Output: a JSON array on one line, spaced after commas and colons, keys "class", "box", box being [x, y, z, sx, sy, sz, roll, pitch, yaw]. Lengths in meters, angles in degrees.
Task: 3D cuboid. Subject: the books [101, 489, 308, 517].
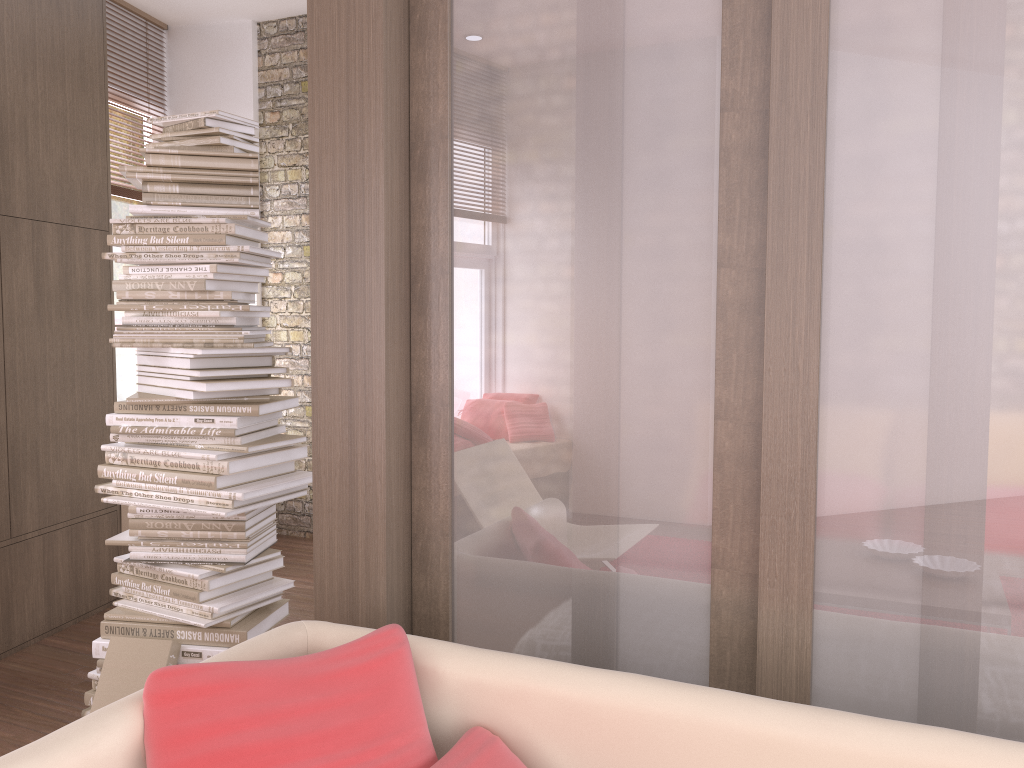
[{"class": "books", "box": [-1.058, 0.389, 3.082, 0.542, 0.016, 0.423, 2, 4, 25]}]

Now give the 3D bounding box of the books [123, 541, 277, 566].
[{"class": "books", "box": [-1.072, 0.580, 3.086, 0.413, 0.006, 0.322, 1, 4, 5]}]

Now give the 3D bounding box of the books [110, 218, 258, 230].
[{"class": "books", "box": [-1.118, -0.546, 3.057, 0.392, 0.015, 0.306, 1, 4, 5]}]

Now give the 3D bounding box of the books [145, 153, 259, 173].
[{"class": "books", "box": [-1.051, -0.739, 3.041, 0.351, 0.036, 0.275, -1, 4, -15]}]

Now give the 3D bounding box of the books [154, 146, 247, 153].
[{"class": "books", "box": [-1.048, -0.785, 3.041, 0.272, 0.023, 0.201, 1, 4, 5]}]

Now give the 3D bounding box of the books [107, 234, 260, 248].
[{"class": "books", "box": [-1.122, -0.484, 3.061, 0.401, 0.035, 0.315, 1, 4, 5]}]

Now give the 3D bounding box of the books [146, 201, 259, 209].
[{"class": "books", "box": [-1.051, -0.599, 3.047, 0.351, 0.010, 0.284, -1, 4, -15]}]

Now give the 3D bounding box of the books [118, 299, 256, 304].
[{"class": "books", "box": [-1.117, -0.286, 3.078, 0.395, 0.009, 0.233, 0, 4, 0]}]

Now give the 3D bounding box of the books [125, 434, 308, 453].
[{"class": "books", "box": [-1.035, 0.195, 3.115, 0.542, 0.020, 0.320, 2, 4, 25]}]

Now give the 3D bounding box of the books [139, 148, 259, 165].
[{"class": "books", "box": [-1.057, -0.765, 3.032, 0.366, 0.012, 0.287, -1, 4, -15]}]

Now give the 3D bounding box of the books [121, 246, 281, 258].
[{"class": "books", "box": [-1.061, -0.456, 3.070, 0.434, 0.019, 0.324, 1, 4, 5]}]

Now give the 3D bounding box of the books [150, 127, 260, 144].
[{"class": "books", "box": [-1.051, -0.841, 3.040, 0.303, 0.015, 0.202, 2, 4, 25]}]

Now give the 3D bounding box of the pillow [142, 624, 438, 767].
[{"class": "pillow", "box": [-0.337, 0.662, 1.455, 0.498, 0.377, 0.379, -2, 5, -30]}]

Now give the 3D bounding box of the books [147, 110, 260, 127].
[{"class": "books", "box": [-1.056, -0.896, 3.037, 0.313, 0.014, 0.204, 2, 4, 25]}]

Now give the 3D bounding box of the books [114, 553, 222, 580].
[{"class": "books", "box": [-1.114, 0.607, 3.108, 0.422, 0.016, 0.330, 2, 5, 30]}]

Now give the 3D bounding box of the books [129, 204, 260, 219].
[{"class": "books", "box": [-1.079, -0.581, 3.050, 0.404, 0.026, 0.266, -1, 4, -15]}]

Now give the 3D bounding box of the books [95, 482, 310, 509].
[{"class": "books", "box": [-1.087, 0.362, 3.130, 0.612, 0.028, 0.399, 2, 4, 25]}]

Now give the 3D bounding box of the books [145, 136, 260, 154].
[{"class": "books", "box": [-1.062, -0.810, 3.049, 0.327, 0.023, 0.198, 2, 4, 25]}]

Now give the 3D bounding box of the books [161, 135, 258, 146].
[{"class": "books", "box": [-1.034, -0.827, 3.042, 0.258, 0.010, 0.183, 1, 4, 10]}]

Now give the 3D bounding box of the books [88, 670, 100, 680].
[{"class": "books", "box": [-1.122, 0.983, 3.077, 0.510, 0.020, 0.399, 2, 4, 25]}]

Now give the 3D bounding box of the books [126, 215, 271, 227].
[{"class": "books", "box": [-1.075, -0.562, 3.072, 0.416, 0.015, 0.245, 1, 4, 5]}]

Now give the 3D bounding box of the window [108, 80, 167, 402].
[{"class": "window", "box": [-2.432, -0.633, 5.075, 0.160, 2.229, 1.407, 1, 4, 12]}]

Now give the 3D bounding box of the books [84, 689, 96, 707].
[{"class": "books", "box": [-1.127, 1.065, 3.083, 0.522, 0.046, 0.410, 2, 4, 25]}]

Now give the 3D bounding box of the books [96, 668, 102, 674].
[{"class": "books", "box": [-1.116, 0.940, 3.084, 0.469, 0.028, 0.368, 1, 4, 10]}]

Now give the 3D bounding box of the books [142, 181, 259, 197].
[{"class": "books", "box": [-1.070, -0.662, 3.075, 0.371, 0.036, 0.211, -1, 4, -15]}]

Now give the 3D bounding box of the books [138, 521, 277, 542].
[{"class": "books", "box": [-1.055, 0.510, 3.104, 0.385, 0.008, 0.274, 1, 4, 5]}]

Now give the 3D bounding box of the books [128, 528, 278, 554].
[{"class": "books", "box": [-1.067, 0.543, 3.094, 0.405, 0.018, 0.300, 1, 4, 5]}]

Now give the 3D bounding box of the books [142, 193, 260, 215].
[{"class": "books", "box": [-1.070, -0.624, 3.078, 0.371, 0.036, 0.211, -1, 4, -15]}]

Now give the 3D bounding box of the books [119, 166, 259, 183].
[{"class": "books", "box": [-1.096, -0.710, 3.046, 0.435, 0.019, 0.248, -1, 4, -15]}]

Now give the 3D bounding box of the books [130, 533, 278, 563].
[{"class": "books", "box": [-1.063, 0.565, 3.090, 0.396, 0.024, 0.310, 1, 4, 5]}]

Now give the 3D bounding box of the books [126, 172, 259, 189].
[{"class": "books", "box": [-1.083, -0.688, 3.045, 0.412, 0.019, 0.259, -1, 4, -15]}]

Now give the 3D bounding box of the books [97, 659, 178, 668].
[{"class": "books", "box": [-1.117, 0.913, 3.047, 0.442, 0.025, 0.346, 1, 4, 10]}]

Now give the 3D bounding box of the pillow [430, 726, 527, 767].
[{"class": "pillow", "box": [-0.032, 0.756, 1.319, 0.467, 0.224, 0.507, 3, 5, 37]}]

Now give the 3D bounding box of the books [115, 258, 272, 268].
[{"class": "books", "box": [-1.079, -0.413, 3.043, 0.416, 0.012, 0.324, 1, 4, 5]}]

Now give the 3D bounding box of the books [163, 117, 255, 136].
[{"class": "books", "box": [-1.038, -0.864, 3.036, 0.260, 0.029, 0.193, 4, 5, 40]}]

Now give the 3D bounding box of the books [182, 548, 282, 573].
[{"class": "books", "box": [-1.065, 0.590, 3.103, 0.448, 0.016, 0.264, 2, 5, 30]}]

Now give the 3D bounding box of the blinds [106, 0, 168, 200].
[{"class": "blinds", "box": [-2.340, -1.659, 4.984, 0.042, 1.138, 1.373, 1, 4, 12]}]

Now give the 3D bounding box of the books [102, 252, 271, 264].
[{"class": "books", "box": [-1.113, -0.433, 3.070, 0.470, 0.022, 0.306, 1, 4, 5]}]

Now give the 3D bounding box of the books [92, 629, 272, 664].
[{"class": "books", "box": [-1.124, 0.869, 3.067, 0.469, 0.057, 0.364, 1, 4, 10]}]

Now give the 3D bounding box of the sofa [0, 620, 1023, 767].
[{"class": "sofa", "box": [0.340, 0.925, 1.088, 2.204, 0.751, 0.919, 2, 4, 25]}]

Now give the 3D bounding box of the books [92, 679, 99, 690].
[{"class": "books", "box": [-1.094, 1.016, 3.094, 0.542, 0.046, 0.421, 2, 4, 25]}]

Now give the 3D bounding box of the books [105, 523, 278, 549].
[{"class": "books", "box": [-1.108, 0.524, 3.098, 0.488, 0.018, 0.296, 1, 4, 5]}]

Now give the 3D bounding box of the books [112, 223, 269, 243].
[{"class": "books", "box": [-1.102, -0.521, 3.077, 0.416, 0.035, 0.323, 1, 4, 5]}]

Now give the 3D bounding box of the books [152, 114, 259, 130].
[{"class": "books", "box": [-1.042, -0.883, 3.025, 0.277, 0.008, 0.216, 2, 4, 25]}]
